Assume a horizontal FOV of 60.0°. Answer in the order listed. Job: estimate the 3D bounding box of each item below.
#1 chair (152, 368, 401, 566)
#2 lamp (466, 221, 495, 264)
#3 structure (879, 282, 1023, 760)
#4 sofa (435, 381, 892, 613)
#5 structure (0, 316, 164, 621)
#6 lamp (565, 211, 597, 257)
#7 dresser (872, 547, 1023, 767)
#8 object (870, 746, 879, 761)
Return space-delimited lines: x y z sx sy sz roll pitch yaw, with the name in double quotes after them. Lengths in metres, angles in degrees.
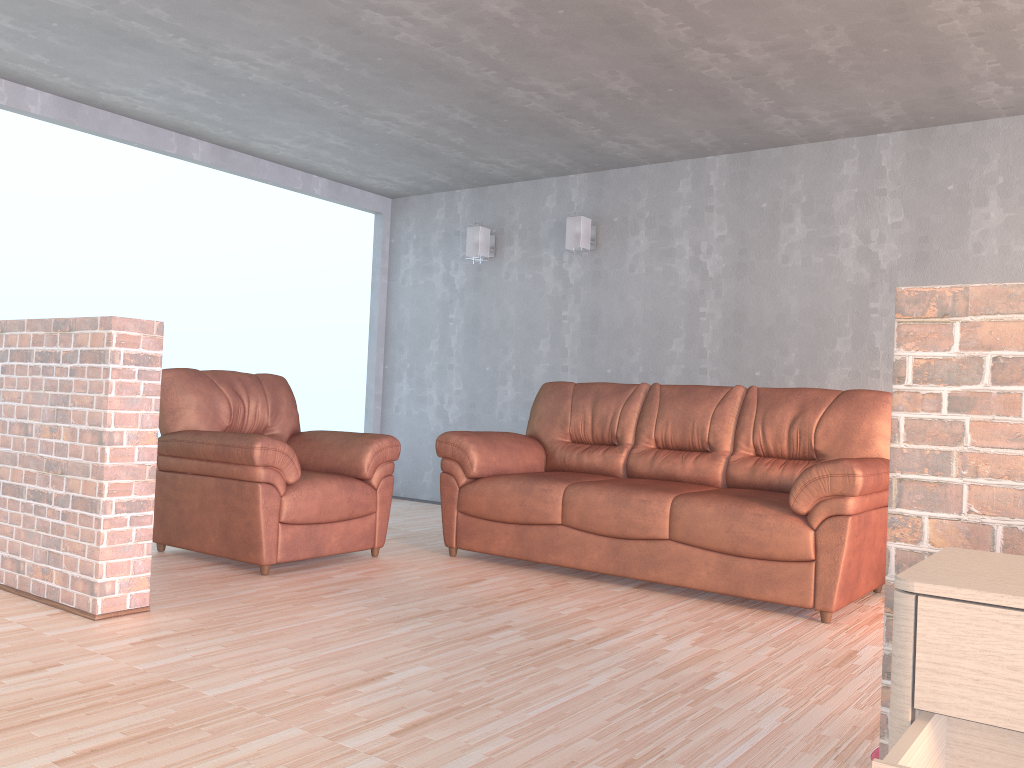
-1.214 0.376 4.491 0.936 0.879 0.970 2 -2 35 "chair"
-0.244 -1.063 6.699 0.165 0.319 0.168 2 -2 36 "lamp"
1.295 0.375 1.252 1.422 1.057 0.211 2 -2 36 "structure"
0.741 0.442 4.450 2.202 0.923 0.981 2 -2 36 "sofa"
-1.930 0.278 3.571 1.422 1.057 0.211 2 -2 36 "structure"
0.475 -1.041 6.187 0.165 0.319 0.177 2 -2 36 "lamp"
1.214 0.582 0.728 1.686 0.612 0.605 2 -2 36 "dresser"
0.932 0.875 2.080 0.192 0.066 0.078 3 -1 -18 "object"
